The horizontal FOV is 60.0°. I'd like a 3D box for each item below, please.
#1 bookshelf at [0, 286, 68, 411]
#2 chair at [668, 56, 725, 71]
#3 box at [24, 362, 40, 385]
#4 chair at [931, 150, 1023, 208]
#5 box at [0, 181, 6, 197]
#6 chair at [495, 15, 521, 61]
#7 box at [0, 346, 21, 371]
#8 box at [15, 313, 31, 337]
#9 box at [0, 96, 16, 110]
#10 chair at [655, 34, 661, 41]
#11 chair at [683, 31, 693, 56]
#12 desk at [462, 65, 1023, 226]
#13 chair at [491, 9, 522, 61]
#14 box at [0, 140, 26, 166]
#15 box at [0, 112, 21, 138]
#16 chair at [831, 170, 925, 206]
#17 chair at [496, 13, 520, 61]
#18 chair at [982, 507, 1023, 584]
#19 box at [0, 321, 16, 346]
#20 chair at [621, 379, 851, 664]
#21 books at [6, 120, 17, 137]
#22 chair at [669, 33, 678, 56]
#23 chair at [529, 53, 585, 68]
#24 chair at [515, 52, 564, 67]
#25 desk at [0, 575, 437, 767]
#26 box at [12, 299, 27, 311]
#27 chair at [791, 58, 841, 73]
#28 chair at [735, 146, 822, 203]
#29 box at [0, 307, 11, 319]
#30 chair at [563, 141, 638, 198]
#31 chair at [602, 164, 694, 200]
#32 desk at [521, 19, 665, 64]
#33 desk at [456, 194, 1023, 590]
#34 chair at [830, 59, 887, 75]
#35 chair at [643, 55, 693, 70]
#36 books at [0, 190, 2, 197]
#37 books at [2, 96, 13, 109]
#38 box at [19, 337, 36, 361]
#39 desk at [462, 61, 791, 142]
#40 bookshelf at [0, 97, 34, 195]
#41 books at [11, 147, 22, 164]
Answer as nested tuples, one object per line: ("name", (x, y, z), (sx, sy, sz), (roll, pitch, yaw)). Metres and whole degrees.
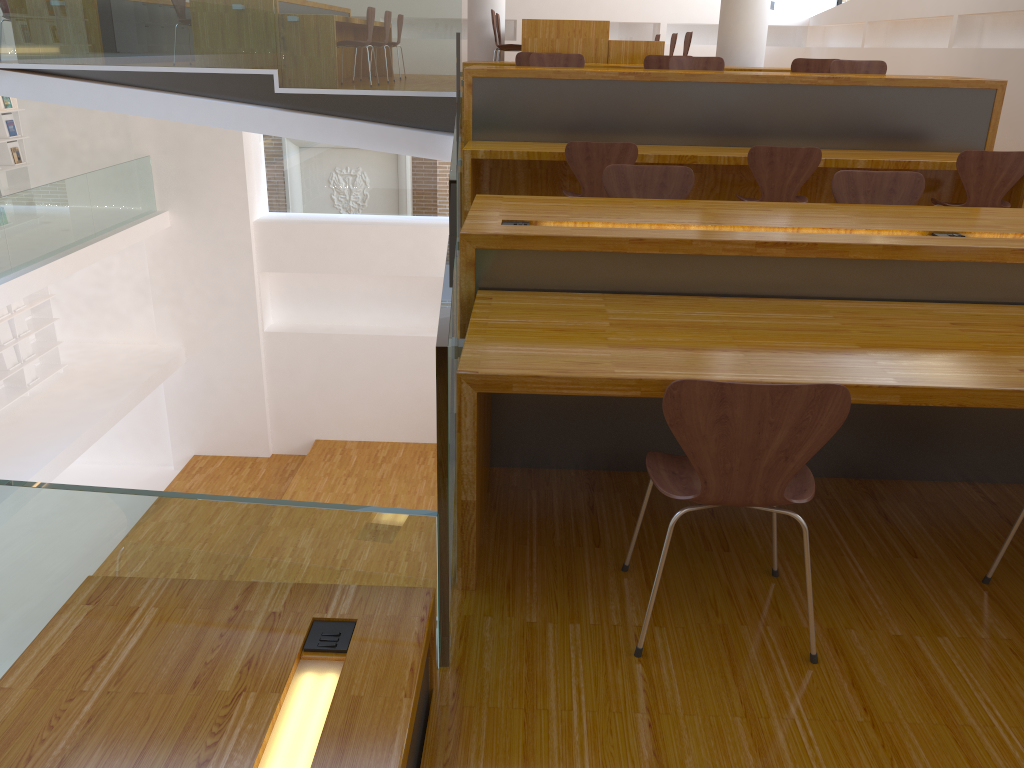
("bookshelf", (-6.264, -0.526, 10.600), (0.498, 1.836, 2.984), (2, 21, 1))
("chair", (1.274, -1.894, 6.129), (0.428, 0.693, 0.381), (2, 21, 1))
("box", (-6.326, -0.169, 11.460), (0.274, 0.296, 0.245), (2, 21, 1))
("chair", (2.566, -0.973, 4.978), (0.428, 0.693, 0.381), (2, 21, 1))
("box", (-6.276, -2.381, 10.625), (0.274, 0.296, 0.245), (2, 21, 1))
("chair", (0.002, -3.673, 9.749), (0.381, 0.693, 0.428), (2, 21, 1))
("box", (-6.329, -0.351, 11.017), (0.274, 0.296, 0.245), (2, 21, 1))
("box", (-6.312, -0.779, 11.216), (0.274, 0.296, 0.245), (2, 21, 1))
("box", (-6.240, -3.486, 10.755), (0.274, 0.296, 0.245), (2, 21, 1))
("chair", (1.534, -3.775, 10.505), (0.381, 0.693, 0.428), (2, 21, 1))
("chair", (1.510, -3.029, 8.552), (0.381, 0.693, 0.428), (2, 21, 1))
("desk", (1.316, -1.393, 5.523), (3.216, 1.022, 1.248), (2, 21, 1))
("chair", (-0.008, -3.083, 8.203), (0.381, 0.693, 0.428), (2, 21, 1))
("box", (-6.254, -2.877, 11.002), (0.274, 0.296, 0.245), (2, 21, 1))
("box", (-6.247, -3.179, 10.872), (0.274, 0.296, 0.245), (2, 21, 1))
("chair", (1.540, -0.515, 3.709), (0.428, 0.693, 0.381), (2, 21, 1))
("chair", (0.021, -3.429, 9.110), (0.381, 0.693, 0.428), (2, 21, 1))
("chair", (1.483, 0.284, 2.097), (0.428, 0.693, 0.381), (2, 21, 1))
("box", (-6.323, -0.654, 10.887), (0.274, 0.296, 0.245), (2, 21, 1))
("chair", (0.512, 0.255, 2.117), (0.428, 0.693, 0.381), (2, 21, 1))
("books", (-6.142, -3.131, 10.891), (0.037, 0.210, 0.145), (2, 21, 1))
("chair", (1.539, -3.375, 9.459), (0.381, 0.693, 0.428), (2, 21, 1))
("chair", (0.303, -1.923, 6.149), (0.428, 0.693, 0.381), (2, 21, 1))
("chair", (0.219, -2.242, 6.979), (0.428, 0.693, 0.381), (2, 21, 1))
("desk", (-0.598, 1.278, 0.546), (0.760, 0.606, 3.185), (2, 21, 1))
("box", (-6.305, -1.090, 11.108), (0.274, 0.296, 0.245), (2, 21, 1))
("chair", (2.309, -2.193, 6.971), (0.428, 0.693, 0.381), (2, 21, 1))
("chair", (1.447, -0.993, 4.966), (0.428, 0.693, 0.381), (2, 21, 1))
("box", (-6.316, -0.960, 10.770), (0.274, 0.296, 0.245), (2, 21, 1))
("chair", (0.476, -1.022, 4.986), (0.428, 0.693, 0.381), (2, 21, 1))
("chair", (0.570, -0.544, 3.729), (0.428, 0.693, 0.381), (2, 21, 1))
("desk", (0.751, -3.355, 9.291), (1.247, 0.762, 3.194), (2, 21, 1))
("desk", (1.449, -0.052, 2.851), (3.243, 0.785, 1.527), (2, 21, 1))
("chair", (2.378, -1.847, 6.070), (0.428, 0.693, 0.381), (2, 21, 1))
("chair", (1.190, -2.213, 6.958), (0.428, 0.693, 0.381), (2, 21, 1))
("books", (-6.172, -2.332, 10.606), (0.037, 0.210, 0.145), (2, 21, 1))
("books", (-6.138, -3.445, 10.771), (0.037, 0.210, 0.145), (2, 21, 1))
("box", (-6.318, -0.479, 11.352), (0.274, 0.296, 0.245), (2, 21, 1))
("desk", (1.294, -2.314, 7.348), (3.356, 0.606, 0.760), (2, 21, 1))
("bookshelf", (-6.222, -2.429, 9.873), (0.498, 1.836, 2.984), (2, 21, 1))
("books", (-6.149, -2.828, 11.010), (0.037, 0.210, 0.145), (2, 21, 1))
